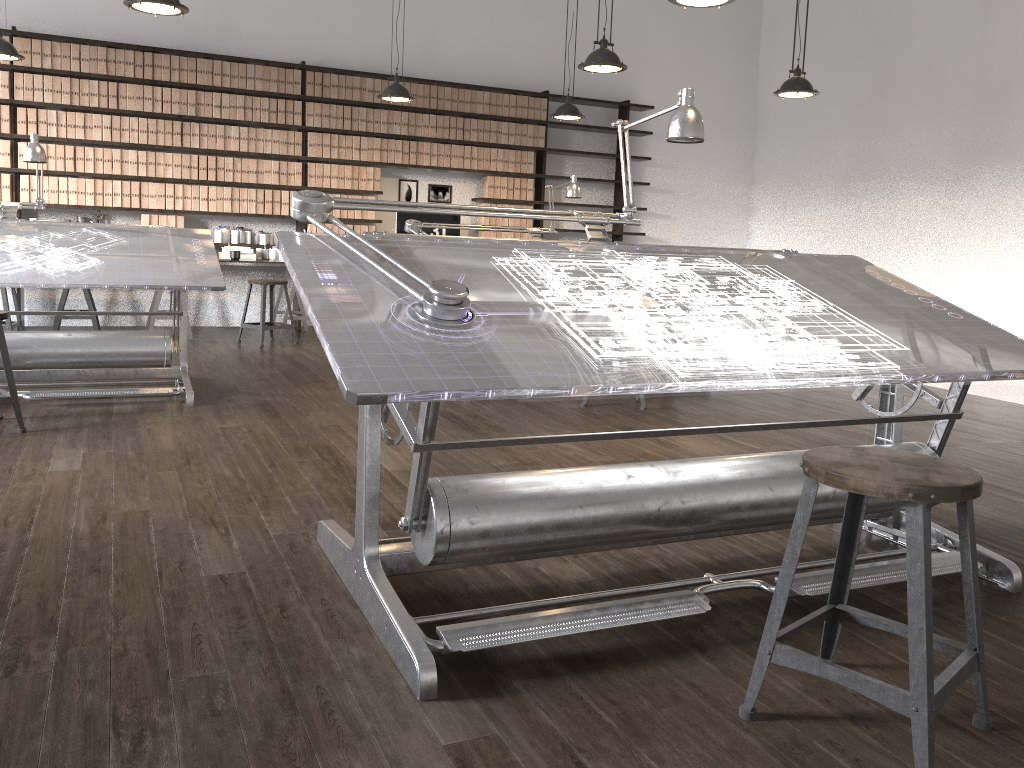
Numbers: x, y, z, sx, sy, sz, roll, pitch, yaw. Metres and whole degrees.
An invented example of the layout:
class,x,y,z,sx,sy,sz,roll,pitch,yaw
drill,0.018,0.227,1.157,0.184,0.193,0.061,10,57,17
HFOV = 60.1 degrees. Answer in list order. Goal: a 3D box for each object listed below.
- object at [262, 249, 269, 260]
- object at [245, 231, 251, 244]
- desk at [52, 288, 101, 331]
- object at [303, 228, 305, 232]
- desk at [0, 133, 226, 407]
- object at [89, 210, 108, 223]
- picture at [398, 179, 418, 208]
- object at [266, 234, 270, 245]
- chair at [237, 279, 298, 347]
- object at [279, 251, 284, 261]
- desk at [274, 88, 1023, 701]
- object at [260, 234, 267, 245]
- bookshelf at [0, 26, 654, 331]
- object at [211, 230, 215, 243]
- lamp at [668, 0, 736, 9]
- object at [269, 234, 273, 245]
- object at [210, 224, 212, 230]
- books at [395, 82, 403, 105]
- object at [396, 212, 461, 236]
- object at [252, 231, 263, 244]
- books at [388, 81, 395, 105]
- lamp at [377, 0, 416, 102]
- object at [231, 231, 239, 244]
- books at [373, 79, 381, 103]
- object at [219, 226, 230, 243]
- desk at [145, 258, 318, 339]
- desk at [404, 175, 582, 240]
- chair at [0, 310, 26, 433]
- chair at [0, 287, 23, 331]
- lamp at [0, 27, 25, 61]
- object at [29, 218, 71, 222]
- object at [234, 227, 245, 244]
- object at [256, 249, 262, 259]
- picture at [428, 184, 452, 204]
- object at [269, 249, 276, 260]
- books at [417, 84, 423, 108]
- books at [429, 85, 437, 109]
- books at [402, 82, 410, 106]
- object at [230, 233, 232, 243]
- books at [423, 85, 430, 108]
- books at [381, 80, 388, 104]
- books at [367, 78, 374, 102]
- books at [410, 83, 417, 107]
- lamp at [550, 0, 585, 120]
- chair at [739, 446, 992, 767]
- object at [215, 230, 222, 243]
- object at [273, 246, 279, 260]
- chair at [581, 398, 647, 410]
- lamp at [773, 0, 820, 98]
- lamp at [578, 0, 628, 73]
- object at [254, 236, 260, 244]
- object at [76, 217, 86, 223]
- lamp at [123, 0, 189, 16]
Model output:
class,x,y,z,sx,sy,sz,roll,pitch,yaw
object,-2.228,-1.173,8.006,0.062,0.093,0.063,4,7,16
object,-2.428,-1.343,8.127,0.062,0.118,0.062,7,8,34
desk,-4.066,-0.708,7.038,1.669,0.666,0.659,-2,9,-24
object,-1.880,-1.315,8.081,0.055,0.213,0.007,0,6,-18
desk,-2.725,-0.624,4.573,2.280,1.379,1.083,-1,8,-24
object,-3.558,-1.390,7.638,0.181,0.270,0.157,-4,9,-40
picture,-1.039,-1.901,8.858,0.201,0.283,0.022,-1,7,-25
object,-2.264,-1.333,8.175,0.063,0.094,0.063,3,7,8
chair,-2.014,-0.591,7.297,0.359,0.525,0.372,8,9,39
object,-2.054,-1.187,8.019,0.105,0.141,0.104,0,8,-17
desk,0.430,-0.164,2.515,2.069,1.379,1.083,-1,8,-24
object,-2.279,-1.324,8.111,0.062,0.095,0.062,3,7,8
bookshelf,-2.787,-1.372,8.047,9.179,3.189,0.375,-2,7,-24
object,-2.706,-1.329,7.972,0.062,0.117,0.063,4,7,16
lamp,0.891,-2.815,3.817,0.311,2.253,0.314,2,6,0
object,-2.257,-1.345,8.245,0.062,0.095,0.062,3,7,8
object,-2.719,-1.366,8.042,0.041,0.168,0.009,0,7,-21
books,-1.111,-2.784,8.527,0.067,0.224,0.175,0,8,-24
object,-0.821,-1.409,8.551,0.643,0.515,0.205,-1,7,-24
object,-2.368,-1.362,8.244,0.094,0.129,0.095,-3,9,-37
books,-1.176,-2.783,8.502,0.067,0.224,0.175,0,8,-24
lamp,-0.888,-3.407,7.017,0.311,2.240,0.314,2,6,0
object,-2.508,-1.328,8.017,0.062,0.118,0.062,7,8,34
books,-1.302,-2.778,8.439,0.067,0.224,0.175,0,8,-24
object,-2.619,-1.357,8.063,0.095,0.161,0.094,-1,8,-28
desk,-2.455,-0.756,7.757,1.669,0.666,0.659,-2,9,-24
desk,0.336,-0.715,5.939,2.069,1.379,1.083,-1,8,-24
chair,-2.349,-0.049,3.825,0.373,0.525,0.359,9,10,44
chair,-3.844,-0.548,6.555,0.371,0.525,0.360,0,7,-16
lamp,-3.431,-3.331,5.881,0.311,2.240,0.314,-4,9,-44
object,-3.900,-1.319,7.483,0.317,0.151,0.194,-2,9,-25
object,-2.506,-1.362,8.126,0.094,0.161,0.206,-1,8,-23
object,-2.290,-1.180,8.031,0.062,0.094,0.062,4,7,16
picture,-0.733,-1.930,8.990,0.251,0.182,0.023,-1,7,-24
object,-2.160,-1.168,7.989,0.062,0.094,0.062,6,8,25
books,-0.922,-2.790,8.612,0.067,0.224,0.175,0,8,-24
books,-0.793,-2.794,8.666,0.067,0.224,0.175,0,8,-24
books,-1.044,-2.786,8.553,0.067,0.224,0.175,0,8,-24
object,-2.547,-1.329,8.095,0.054,0.101,0.054,1,7,-7
books,-0.863,-2.792,8.641,0.067,0.224,0.175,0,8,-24
books,-1.239,-2.781,8.472,0.067,0.224,0.175,0,8,-24
books,-1.369,-2.777,8.412,0.067,0.224,0.175,0,8,-24
books,-0.977,-2.788,8.583,0.067,0.224,0.175,0,8,-24
lamp,0.532,-3.449,7.650,0.311,2.240,0.314,2,6,0
chair,0.709,0.414,1.718,0.373,0.525,0.359,9,10,44
object,-2.638,-1.324,7.954,0.062,0.118,0.062,6,8,25
object,-2.141,-1.197,8.097,0.095,0.127,0.094,-1,8,-28
chair,0.599,-0.139,5.149,0.372,0.525,0.360,3,7,4
lamp,2.035,-3.136,6.082,0.311,2.240,0.314,-4,9,-44
lamp,0.615,-3.094,5.449,0.311,2.240,0.314,2,6,0
object,-2.349,-1.325,8.164,0.054,0.081,0.054,-2,9,-34
object,-3.721,-1.351,7.656,0.079,0.187,0.079,-4,9,-45
lamp,-1.763,-3.023,4.387,0.311,2.240,0.314,2,6,-4
